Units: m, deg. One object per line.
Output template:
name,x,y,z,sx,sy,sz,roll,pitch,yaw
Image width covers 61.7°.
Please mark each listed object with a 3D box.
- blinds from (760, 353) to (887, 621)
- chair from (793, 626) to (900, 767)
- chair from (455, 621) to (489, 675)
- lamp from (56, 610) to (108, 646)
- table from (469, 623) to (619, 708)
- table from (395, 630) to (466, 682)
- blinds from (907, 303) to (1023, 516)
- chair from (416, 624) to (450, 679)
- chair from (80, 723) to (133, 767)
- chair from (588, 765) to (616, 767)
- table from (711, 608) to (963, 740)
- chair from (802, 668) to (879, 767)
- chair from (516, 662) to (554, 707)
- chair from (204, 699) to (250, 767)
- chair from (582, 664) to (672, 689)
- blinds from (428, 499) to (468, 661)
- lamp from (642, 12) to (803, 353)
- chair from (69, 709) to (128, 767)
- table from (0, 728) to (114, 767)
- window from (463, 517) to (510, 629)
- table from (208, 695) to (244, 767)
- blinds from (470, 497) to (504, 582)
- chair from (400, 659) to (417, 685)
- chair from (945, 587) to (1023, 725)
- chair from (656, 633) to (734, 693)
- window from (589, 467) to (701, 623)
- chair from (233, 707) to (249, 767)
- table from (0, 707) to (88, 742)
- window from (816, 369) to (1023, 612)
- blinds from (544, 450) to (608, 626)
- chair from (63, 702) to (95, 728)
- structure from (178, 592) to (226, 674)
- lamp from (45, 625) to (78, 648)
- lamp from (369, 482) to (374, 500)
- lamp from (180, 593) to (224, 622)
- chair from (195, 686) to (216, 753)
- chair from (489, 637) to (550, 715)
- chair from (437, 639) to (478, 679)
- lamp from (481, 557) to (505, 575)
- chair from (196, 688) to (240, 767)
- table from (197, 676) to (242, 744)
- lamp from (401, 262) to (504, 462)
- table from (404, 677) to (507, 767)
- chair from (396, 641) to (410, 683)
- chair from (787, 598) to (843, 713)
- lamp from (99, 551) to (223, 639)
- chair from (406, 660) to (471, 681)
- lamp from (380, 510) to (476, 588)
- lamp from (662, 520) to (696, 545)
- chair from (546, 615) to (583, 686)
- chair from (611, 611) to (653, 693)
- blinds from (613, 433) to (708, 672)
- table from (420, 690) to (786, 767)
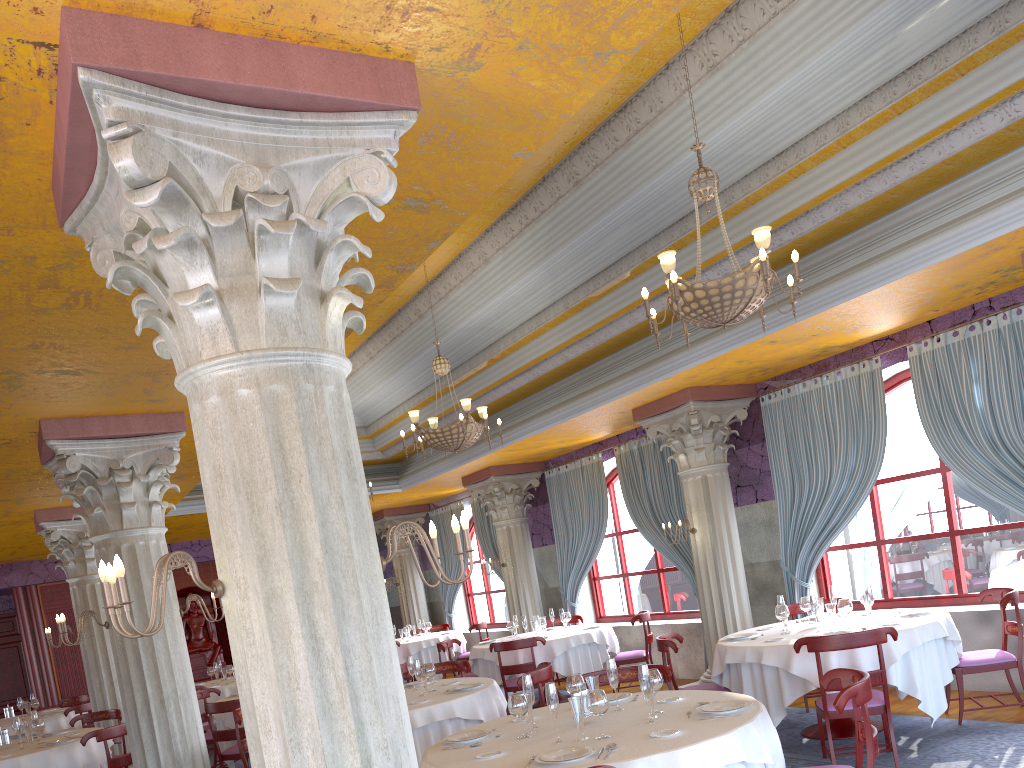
blinds,3.551,1.647,9.454,0.239,3.532,1.738,-11,1,-30
chair,2.613,2.415,6.582,0.756,1.094,0.640,-10,-1,14
chair,-0.706,4.997,15.907,0.653,1.093,0.744,-10,-2,14
lamp,-3.548,2.009,7.065,0.376,0.274,0.350,-3,-9,-43
table,0.489,4.018,12.078,2.049,0.952,2.160,-4,-11,-29
table,-1.868,5.317,16.239,2.049,0.952,2.160,-4,-11,-29
blinds,4.540,1.101,7.707,0.239,3.532,1.739,-11,1,-33
chair,-1.559,5.468,17.413,0.757,1.094,0.640,-10,-1,14
chair,-4.051,3.968,8.592,0.653,1.093,0.744,-10,-2,14
chair,0.220,2.223,3.853,0.756,1.094,0.640,-10,-1,14
table,2.932,2.671,7.765,2.049,0.952,2.160,-4,-11,-29
chair,1.701,2.160,4.704,0.653,1.093,0.744,-10,-2,14
chair,0.120,3.031,7.496,0.653,1.093,0.744,-10,-2,14
chair,-2.868,3.925,9.306,0.756,1.094,0.640,-10,-1,14
chair,0.848,2.630,6.211,0.757,1.094,0.640,-10,-1,14
blinds,-1.132,4.228,17.721,0.239,3.532,1.738,-11,1,-30
lamp,1.207,-1.412,5.481,0.970,2.184,0.946,-9,0,14
chair,-4.905,4.438,10.098,0.757,1.094,0.640,-10,-1,14
table,-5.213,4.287,8.924,2.049,0.952,2.160,-4,-11,-29
window,-0.164,3.623,17.181,0.156,2.545,3.676,-11,-5,-32
table,-2.550,4.181,10.489,2.049,0.952,2.160,-4,-11,-29
blinds,-0.143,3.682,15.974,0.239,3.532,1.739,-11,1,-33
chair,-1.388,3.862,10.157,0.653,1.093,0.744,-10,-2,14
chair,4.094,2.352,7.433,0.653,1.093,0.744,-10,-2,14
chair,1.760,2.885,8.088,0.653,1.093,0.744,-10,-2,14
window,2.180,2.331,13.043,0.156,2.545,3.676,-11,-5,-32
chair,-2.214,3.565,8.151,0.653,1.093,0.744,-10,-2,14
table,-7.314,5.445,12.632,2.049,0.952,2.160,-4,-11,-29
window,4.526,1.038,8.901,0.156,2.545,3.676,-11,-5,-32
blinds,1.182,2.952,13.635,0.239,3.532,1.738,-11,1,-30
chair,-6.152,5.126,12.300,0.653,1.093,0.744,-10,-2,14
structure,-6.795,5.363,18.399,0.946,1.853,0.652,-9,1,-30
lamp,-5.877,3.293,11.178,0.376,0.274,0.350,-3,-9,-43
lamp,-2.704,0.744,12.386,0.970,2.184,0.946,-9,0,14
lamp,-2.680,1.946,7.444,0.376,0.274,0.350,-3,-9,-43
chair,-4.503,4.826,12.192,0.756,1.094,0.640,-10,-1,14
chair,0.170,3.761,10.895,0.756,1.094,0.640,-10,-1,14
chair,-0.683,4.232,12.401,0.653,1.093,0.744,-10,-2,14
lamp,-0.321,3.056,14.372,0.376,0.274,0.350,-3,-9,-43
chair,-3.722,4.395,10.813,0.653,1.093,0.744,-10,-2,14
table,-4.184,5.082,13.375,2.049,0.952,2.160,-4,-11,-29
lamp,-0.765,-0.325,8.962,0.970,2.184,0.946,-9,0,14
table,-1.042,3.351,7.828,2.049,0.952,2.160,-4,-11,-29
chair,-2.187,5.060,15.056,0.756,1.094,0.640,-10,-1,14
chair,3.240,2.822,8.940,0.757,1.094,0.640,-10,-1,14
lamp,-1.201,0.716,2.922,0.376,0.274,0.350,-3,-9,-43
chair,-0.734,3.502,9.002,0.757,1.094,0.640,-10,-1,14
lamp,-0.334,0.653,3.301,0.376,0.274,0.350,-3,-9,-43
lamp,2.008,1.773,10.260,0.376,0.274,0.350,-3,-9,-43
chair,0.798,4.169,13.252,0.757,1.094,0.640,-10,-1,14
chair,1.651,3.698,11.746,0.653,1.093,0.744,-10,-2,14
blinds,2.172,2.407,11.888,0.239,3.532,1.739,-11,1,-33
table,0.539,2.479,5.036,2.049,0.952,2.160,-4,-11,-29
